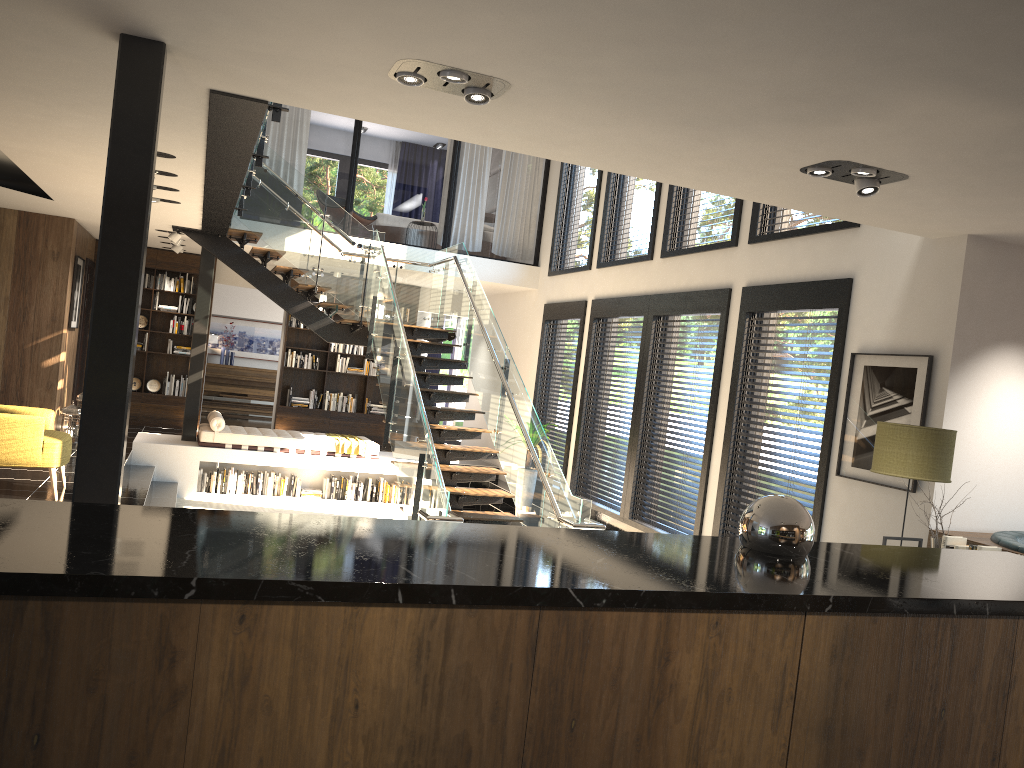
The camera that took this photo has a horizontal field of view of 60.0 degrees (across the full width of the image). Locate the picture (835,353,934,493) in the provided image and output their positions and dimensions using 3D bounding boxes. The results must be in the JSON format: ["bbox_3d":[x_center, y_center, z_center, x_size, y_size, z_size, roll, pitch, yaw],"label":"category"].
[{"bbox_3d":[2.574,0.245,6.173,0.028,0.911,0.748,6,1,-20],"label":"picture"}]

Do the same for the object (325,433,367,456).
[{"bbox_3d":[-2.320,0.968,12.172,0.466,0.510,1.165,6,1,-20],"label":"object"}]

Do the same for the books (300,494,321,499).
[{"bbox_3d":[-2.655,1.477,11.685,0.257,0.024,0.167,6,1,-20],"label":"books"}]

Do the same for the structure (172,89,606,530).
[{"bbox_3d":[-1.513,-0.297,8.331,3.449,4.870,7.273,6,1,-21],"label":"structure"}]

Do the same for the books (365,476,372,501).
[{"bbox_3d":[-1.932,1.412,11.923,0.027,0.312,0.189,6,2,-20],"label":"books"}]

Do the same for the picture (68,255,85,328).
[{"bbox_3d":[-5.611,-1.173,11.441,0.028,0.911,0.748,6,1,-20],"label":"picture"}]

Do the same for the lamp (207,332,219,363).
[{"bbox_3d":[-5.872,-0.759,16.955,0.470,0.726,0.469,6,2,-28],"label":"lamp"}]

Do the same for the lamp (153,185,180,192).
[{"bbox_3d":[-3.020,-1.730,7.584,0.346,0.177,0.195,6,1,-20],"label":"lamp"}]

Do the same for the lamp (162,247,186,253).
[{"bbox_3d":[-4.998,-2.047,13.129,0.346,0.177,0.195,6,1,-20],"label":"lamp"}]

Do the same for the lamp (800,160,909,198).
[{"bbox_3d":[1.753,-1.114,4.538,0.502,0.231,0.349,6,1,-20],"label":"lamp"}]

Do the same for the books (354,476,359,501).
[{"bbox_3d":[-2.095,1.391,11.864,0.033,0.318,0.152,6,2,-20],"label":"books"}]

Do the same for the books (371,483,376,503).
[{"bbox_3d":[-1.875,1.461,11.928,0.032,0.229,0.228,6,1,-20],"label":"books"}]

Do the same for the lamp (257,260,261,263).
[{"bbox_3d":[-3.830,-1.927,13.566,0.195,0.158,0.346,6,1,-20],"label":"lamp"}]

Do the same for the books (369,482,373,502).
[{"bbox_3d":[-1.913,1.442,11.946,0.030,0.257,0.160,6,2,-20],"label":"books"}]

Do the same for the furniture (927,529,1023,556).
[{"bbox_3d":[4.087,1.480,5.519,2.610,0.822,1.364,6,1,-20],"label":"furniture"}]

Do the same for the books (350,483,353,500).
[{"bbox_3d":[-2.160,1.430,11.867,0.026,0.226,0.132,6,2,-20],"label":"books"}]

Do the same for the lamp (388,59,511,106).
[{"bbox_3d":[-0.263,-1.357,3.802,0.502,0.195,0.349,6,1,-20],"label":"lamp"}]

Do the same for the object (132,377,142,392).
[{"bbox_3d":[-5.715,0.007,13.412,0.212,0.222,0.082,6,2,-20],"label":"object"}]

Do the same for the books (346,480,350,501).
[{"bbox_3d":[-2.200,1.403,11.822,0.027,0.270,0.187,6,2,-20],"label":"books"}]

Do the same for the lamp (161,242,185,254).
[{"bbox_3d":[-4.742,-1.963,12.399,0.346,0.263,0.195,6,1,-20],"label":"lamp"}]

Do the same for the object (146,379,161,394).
[{"bbox_3d":[-5.456,0.036,13.501,0.212,0.222,0.082,6,2,-20],"label":"object"}]

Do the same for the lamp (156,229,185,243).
[{"bbox_3d":[-4.222,-1.880,10.943,0.346,0.263,0.195,6,1,-20],"label":"lamp"}]

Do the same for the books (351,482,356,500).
[{"bbox_3d":[-2.129,1.431,11.859,0.028,0.231,0.158,6,2,-20],"label":"books"}]

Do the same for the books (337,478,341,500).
[{"bbox_3d":[-2.309,1.393,11.786,0.029,0.268,0.146,6,2,-20],"label":"books"}]

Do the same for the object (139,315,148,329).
[{"bbox_3d":[-5.612,-0.934,13.404,0.212,0.222,0.082,6,2,-20],"label":"object"}]

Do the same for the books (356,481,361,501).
[{"bbox_3d":[-2.061,1.428,11.862,0.036,0.253,0.177,6,2,-20],"label":"books"}]

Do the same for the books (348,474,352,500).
[{"bbox_3d":[-2.178,1.378,11.849,0.029,0.326,0.152,6,2,-20],"label":"books"}]

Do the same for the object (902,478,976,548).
[{"bbox_3d":[2.557,0.846,5.401,0.406,0.745,0.608,8,2,30],"label":"object"}]

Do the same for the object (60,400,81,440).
[{"bbox_3d":[-5.498,0.442,11.062,0.262,0.484,0.262,6,2,-20],"label":"object"}]

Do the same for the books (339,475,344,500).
[{"bbox_3d":[-2.278,1.377,11.800,0.035,0.305,0.151,6,2,-20],"label":"books"}]

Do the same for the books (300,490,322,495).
[{"bbox_3d":[-2.651,1.428,11.688,0.274,0.025,0.156,6,1,-23],"label":"books"}]

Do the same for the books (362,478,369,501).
[{"bbox_3d":[-1.982,1.416,11.920,0.066,0.294,0.142,6,2,-20],"label":"books"}]

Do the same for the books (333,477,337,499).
[{"bbox_3d":[-2.369,1.377,11.783,0.031,0.284,0.176,6,2,-20],"label":"books"}]

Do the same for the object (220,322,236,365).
[{"bbox_3d":[-5.497,-0.783,17.202,0.272,0.860,0.270,7,2,-6],"label":"object"}]

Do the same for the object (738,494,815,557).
[{"bbox_3d":[0.817,0.454,2.741,0.227,0.228,0.227,7,1,31],"label":"object"}]

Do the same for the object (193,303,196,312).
[{"bbox_3d":[-4.808,-1.162,13.656,0.212,0.222,0.082,6,2,-20],"label":"object"}]

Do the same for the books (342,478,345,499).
[{"bbox_3d":[-2.263,1.396,11.842,0.026,0.270,0.128,6,2,-20],"label":"books"}]

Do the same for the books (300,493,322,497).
[{"bbox_3d":[-2.652,1.453,11.684,0.261,0.024,0.167,6,1,-23],"label":"books"}]

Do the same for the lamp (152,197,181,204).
[{"bbox_3d":[-3.281,-1.772,8.313,0.346,0.177,0.195,6,1,-20],"label":"lamp"}]

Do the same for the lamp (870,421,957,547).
[{"bbox_3d":[2.280,0.960,5.279,0.437,1.445,0.637,7,2,6],"label":"lamp"}]

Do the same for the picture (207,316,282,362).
[{"bbox_3d":[-4.585,-0.811,17.680,3.545,0.749,0.035,6,2,-20],"label":"picture"}]

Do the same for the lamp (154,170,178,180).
[{"bbox_3d":[-2.764,-1.653,6.857,0.346,0.247,0.195,6,1,-20],"label":"lamp"}]

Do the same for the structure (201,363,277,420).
[{"bbox_3d":[-5.026,0.169,17.390,6.279,0.982,0.885,6,1,-20],"label":"structure"}]

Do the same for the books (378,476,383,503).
[{"bbox_3d":[-1.784,1.418,11.959,0.028,0.334,0.205,6,2,-20],"label":"books"}]

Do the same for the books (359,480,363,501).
[{"bbox_3d":[-2.035,1.429,11.871,0.019,0.256,0.186,6,2,-20],"label":"books"}]

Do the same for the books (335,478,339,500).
[{"bbox_3d":[-2.333,1.390,11.768,0.029,0.268,0.172,6,2,-20],"label":"books"}]

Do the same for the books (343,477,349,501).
[{"bbox_3d":[-2.217,1.394,11.792,0.026,0.287,0.204,6,2,-20],"label":"books"}]

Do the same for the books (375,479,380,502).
[{"bbox_3d":[-1.823,1.438,11.982,0.027,0.284,0.176,6,2,-20],"label":"books"}]

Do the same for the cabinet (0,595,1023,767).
[{"bbox_3d":[0.224,0.991,2.371,3.565,0.994,0.697,6,1,-20],"label":"cabinet"}]

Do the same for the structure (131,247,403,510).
[{"bbox_3d":[-2.896,-0.106,11.879,3.783,3.246,1.148,6,2,-20],"label":"structure"}]

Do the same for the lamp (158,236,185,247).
[{"bbox_3d":[-4.479,-1.937,11.670,0.346,0.231,0.195,6,1,-20],"label":"lamp"}]

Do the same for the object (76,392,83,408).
[{"bbox_3d":[-5.473,0.360,11.309,0.182,0.643,0.182,6,2,-20],"label":"object"}]

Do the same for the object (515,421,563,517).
[{"bbox_3d":[0.190,1.040,11.234,0.877,1.338,0.829,6,2,-31],"label":"object"}]

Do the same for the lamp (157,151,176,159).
[{"bbox_3d":[-2.499,-1.656,6.126,0.346,0.158,0.195,6,1,-20],"label":"lamp"}]
